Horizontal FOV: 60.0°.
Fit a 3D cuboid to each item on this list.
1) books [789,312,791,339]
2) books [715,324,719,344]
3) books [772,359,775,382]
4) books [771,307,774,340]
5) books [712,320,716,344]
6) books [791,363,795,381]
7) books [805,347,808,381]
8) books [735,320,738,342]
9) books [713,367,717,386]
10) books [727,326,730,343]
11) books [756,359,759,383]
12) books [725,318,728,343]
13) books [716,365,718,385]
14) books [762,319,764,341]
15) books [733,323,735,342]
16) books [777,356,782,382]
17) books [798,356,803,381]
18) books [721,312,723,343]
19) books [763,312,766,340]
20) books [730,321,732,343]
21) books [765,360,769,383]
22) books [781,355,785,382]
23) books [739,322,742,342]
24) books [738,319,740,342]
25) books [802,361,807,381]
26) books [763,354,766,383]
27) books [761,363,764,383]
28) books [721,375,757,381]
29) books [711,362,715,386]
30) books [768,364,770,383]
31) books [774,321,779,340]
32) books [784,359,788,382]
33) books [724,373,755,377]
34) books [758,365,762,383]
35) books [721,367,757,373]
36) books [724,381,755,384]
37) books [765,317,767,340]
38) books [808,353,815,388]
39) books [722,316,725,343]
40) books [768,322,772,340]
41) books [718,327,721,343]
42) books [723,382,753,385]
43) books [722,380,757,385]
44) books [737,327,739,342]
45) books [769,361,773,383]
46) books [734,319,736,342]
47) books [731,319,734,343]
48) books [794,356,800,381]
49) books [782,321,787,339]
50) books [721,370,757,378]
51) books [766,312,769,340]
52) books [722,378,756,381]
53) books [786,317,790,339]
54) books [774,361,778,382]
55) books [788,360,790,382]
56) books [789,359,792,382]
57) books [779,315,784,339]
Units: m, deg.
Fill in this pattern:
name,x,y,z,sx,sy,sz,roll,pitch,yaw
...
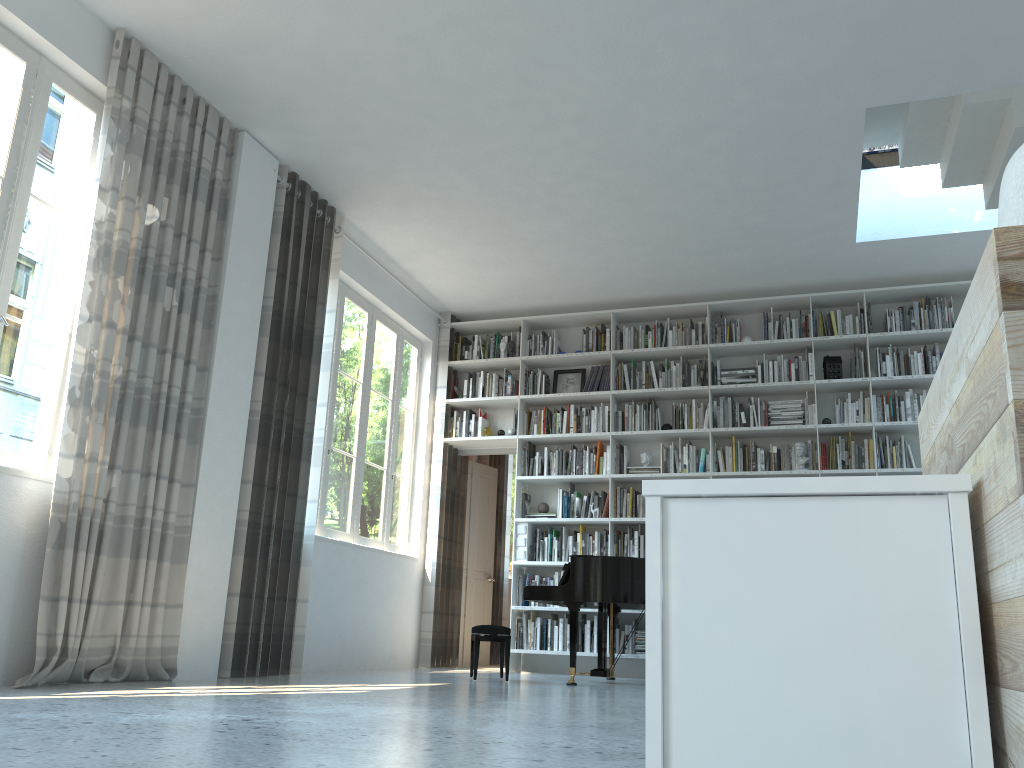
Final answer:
name,x,y,z,sx,sy,sz,roll,pitch,yaw
books,2.364,-0.451,7.523,0.010,0.269,0.180,-3,-16,19
books,1.794,-0.391,7.737,0.023,0.227,0.157,-3,-16,19
books,2.215,-0.071,7.493,0.012,0.243,0.132,-3,-16,19
books,2.231,-0.471,7.583,0.010,0.330,0.186,-3,-16,19
books,1.766,-0.407,7.731,0.026,0.252,0.186,-3,-16,19
books,2.357,-0.057,7.420,0.029,0.187,0.176,-3,-16,19
books,2.467,-0.130,7.412,0.012,0.333,0.156,-3,-16,19
books,1.954,-0.409,7.692,0.013,0.249,0.148,-3,-16,19
books,1.751,-0.029,7.627,0.027,0.201,0.168,-3,-16,19
books,1.881,-0.382,7.696,0.023,0.195,0.172,-3,-16,19
books,2.088,-0.071,7.528,0.012,0.253,0.161,-3,-16,19
books,1.862,-0.418,7.699,0.011,0.264,0.164,-3,-16,19
books,1.774,-0.035,7.635,0.013,0.217,0.141,-3,-16,19
books,2.164,-0.420,7.614,0.012,0.244,0.151,-3,-16,19
books,1.930,-0.398,7.679,0.016,0.218,0.144,-3,-16,19
books,2.265,-0.085,7.491,0.029,0.272,0.141,-3,-16,19
books,2.420,-0.091,7.424,0.029,0.260,0.133,-3,-16,19
books,1.839,-0.448,7.738,0.014,0.340,0.145,-3,-16,19
books,2.171,-0.448,7.600,0.014,0.291,0.176,-3,-16,19
books,1.908,-0.407,7.701,0.014,0.247,0.139,-3,-16,19
books,2.160,-0.068,7.500,0.021,0.237,0.172,-3,-16,19
books,2.283,-0.090,7.463,0.023,0.268,0.185,-3,-16,19
books,1.982,-0.403,7.684,0.004,0.235,0.138,-3,-16,19
books,1.969,-0.417,7.671,0.011,0.255,0.144,-3,-16,19
books,2.442,-0.069,7.394,0.029,0.202,0.192,-3,-16,19
books,2.141,-0.094,7.497,0.011,0.283,0.190,-3,-16,19
books,2.136,-0.052,7.532,0.024,0.222,0.129,-3,-16,19
books,1.941,-0.034,7.570,0.285,0.024,0.160,-5,-17,23
books,1.740,-0.048,7.659,0.012,0.253,0.161,-3,-16,19
books,2.179,-0.049,7.502,0.011,0.203,0.133,-3,-16,19
books,2.259,-0.413,7.562,0.050,0.210,0.173,-3,-16,19
books,2.301,-0.071,7.442,0.023,0.222,0.191,-3,-16,19
books,1.943,-0.056,7.579,0.254,0.025,0.161,-2,-16,15
books,2.103,-0.042,7.509,0.025,0.187,0.194,-3,-16,19
books,1.948,-0.101,7.600,0.285,0.024,0.160,-3,-17,19
books,1.940,0.008,7.564,0.254,0.012,0.161,-2,-16,16
books,2.187,-0.432,7.608,0.011,0.266,0.129,-3,-16,19
books,2.477,-0.103,7.330,0.037,0.236,0.273,-3,-16,19
books,1.848,-0.428,7.723,0.010,0.295,0.153,-3,-16,19
books,2.217,-0.405,7.593,0.031,0.208,0.147,-3,-16,19
books,1.813,-0.380,7.713,0.026,0.194,0.167,-3,-16,19
books,1.938,0.019,7.557,0.254,0.012,0.161,-5,-17,23
books,1.940,-0.004,7.567,0.285,0.012,0.160,-2,-16,16
books,1.960,-0.382,7.671,0.010,0.186,0.153,-3,-16,19
books,2.192,-0.060,7.484,0.027,0.216,0.190,-3,-16,19
books,1.940,-0.416,7.678,0.005,0.254,0.168,-3,-16,19
books,1.918,-0.418,7.693,0.013,0.263,0.147,-3,-16,19
books,2.386,-0.088,7.417,0.032,0.247,0.174,-3,-16,19
books,2.324,-0.414,7.537,0.033,0.202,0.167,-3,-16,19
books,1.945,-0.079,7.590,0.285,0.024,0.160,-4,-17,21
books,2.195,-0.449,7.601,0.011,0.295,0.157,-3,-16,19
books,1.941,-0.015,7.573,0.285,0.012,0.160,-3,-17,17
books,2.353,-0.430,7.537,0.023,0.236,0.154,-3,-16,19
books,2.230,-0.063,7.475,0.028,0.218,0.184,-3,-16,19
books,2.331,-0.073,7.445,0.010,0.229,0.152,-3,-16,19
books,2.340,-0.075,7.435,0.012,0.230,0.159,-3,-16,19
books,2.302,-0.439,7.573,0.028,0.269,0.140,-3,-16,19
